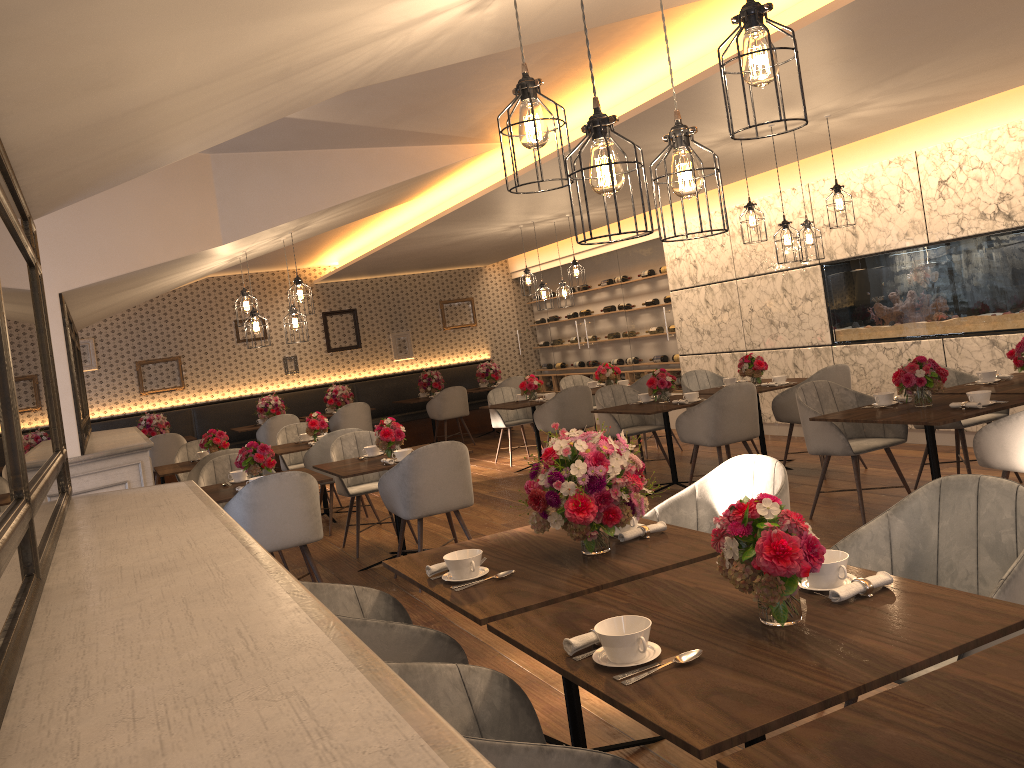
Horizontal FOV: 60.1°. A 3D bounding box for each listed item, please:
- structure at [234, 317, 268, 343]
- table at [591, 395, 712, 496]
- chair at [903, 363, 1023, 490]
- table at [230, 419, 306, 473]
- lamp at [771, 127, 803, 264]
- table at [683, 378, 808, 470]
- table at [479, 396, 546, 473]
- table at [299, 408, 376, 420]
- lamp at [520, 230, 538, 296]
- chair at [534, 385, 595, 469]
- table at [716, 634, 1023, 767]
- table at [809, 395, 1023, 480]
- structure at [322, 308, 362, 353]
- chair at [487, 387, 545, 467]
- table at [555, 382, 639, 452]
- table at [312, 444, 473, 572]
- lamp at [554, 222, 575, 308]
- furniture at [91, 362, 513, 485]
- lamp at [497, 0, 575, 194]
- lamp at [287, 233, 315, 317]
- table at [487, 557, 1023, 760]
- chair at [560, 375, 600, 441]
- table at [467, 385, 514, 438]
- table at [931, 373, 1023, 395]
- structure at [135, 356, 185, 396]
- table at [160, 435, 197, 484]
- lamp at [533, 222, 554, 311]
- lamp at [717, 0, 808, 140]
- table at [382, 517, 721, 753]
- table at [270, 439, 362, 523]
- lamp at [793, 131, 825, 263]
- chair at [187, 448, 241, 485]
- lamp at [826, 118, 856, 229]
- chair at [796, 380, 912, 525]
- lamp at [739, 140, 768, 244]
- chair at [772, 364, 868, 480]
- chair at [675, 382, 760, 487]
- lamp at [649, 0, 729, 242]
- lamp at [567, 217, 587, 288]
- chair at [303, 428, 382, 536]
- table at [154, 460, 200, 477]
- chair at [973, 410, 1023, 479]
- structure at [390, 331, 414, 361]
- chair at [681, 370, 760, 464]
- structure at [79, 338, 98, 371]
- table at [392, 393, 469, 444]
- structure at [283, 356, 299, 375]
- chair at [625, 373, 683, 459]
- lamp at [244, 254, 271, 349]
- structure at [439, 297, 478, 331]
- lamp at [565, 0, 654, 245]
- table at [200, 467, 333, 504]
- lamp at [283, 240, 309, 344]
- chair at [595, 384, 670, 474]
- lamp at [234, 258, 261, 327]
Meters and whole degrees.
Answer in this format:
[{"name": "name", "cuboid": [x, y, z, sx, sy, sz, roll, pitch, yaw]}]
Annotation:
[{"name": "structure", "cuboid": [-3.841, -0.794, 13.031, 0.450, 0.345, 0.015, -9, 0, -25]}, {"name": "table", "cuboid": [1.311, 0.515, 7.335, 0.899, 0.721, 0.894, -9, 2, -25]}, {"name": "chair", "cuboid": [3.014, 0.267, 6.025, 0.567, 0.872, 0.525, -8, 1, -25]}, {"name": "table", "cuboid": [-3.301, 0.912, 12.140, 0.899, 0.721, 0.894, -9, 2, -25]}, {"name": "lamp", "cuboid": [1.814, -1.880, 6.231, 0.175, 2.071, 0.174, -8, 0, -23]}, {"name": "table", "cuboid": [2.172, 0.371, 7.742, 0.899, 0.721, 0.894, -9, 2, -25]}, {"name": "table", "cuboid": [0.273, 0.542, 9.580, 0.899, 0.721, 0.894, -9, 2, -25]}, {"name": "table", "cuboid": [-2.440, 0.769, 12.546, 0.899, 0.721, 0.894, -9, 2, -25]}, {"name": "lamp", "cuboid": [0.061, -2.026, 9.965, 0.175, 2.071, 0.174, -8, 0, -23]}, {"name": "chair", "cuboid": [0.578, 0.454, 8.989, 0.567, 0.872, 0.525, -8, 1, -25]}, {"name": "table", "cuboid": [0.968, 0.890, 1.205, 0.899, 0.721, 0.894, -9, 2, -25]}, {"name": "table", "cuboid": [2.390, 0.486, 5.000, 0.899, 0.721, 0.894, -9, 2, -25]}, {"name": "structure", "cuboid": [-2.612, -0.820, 13.596, 0.546, 0.632, 0.035, -9, 0, -25]}, {"name": "chair", "cuboid": [0.036, 0.467, 10.198, 0.567, 0.872, 0.525, -8, 1, -25]}, {"name": "table", "cuboid": [1.134, 0.399, 9.986, 0.899, 0.721, 0.894, -9, 2, -25]}, {"name": "table", "cuboid": [-0.802, 0.876, 6.175, 0.899, 0.721, 0.894, -9, 2, -25]}, {"name": "lamp", "cuboid": [0.465, -1.885, 9.919, 0.175, 2.071, 0.174, -8, 0, -23]}, {"name": "furniture", "cuboid": [-3.320, 0.696, 12.846, 7.111, 1.082, 0.540, -9, 1, -25]}, {"name": "lamp", "cuboid": [-0.066, -1.555, 2.393, 0.175, 2.071, 0.174, -8, 0, -23]}, {"name": "lamp", "cuboid": [-1.751, -1.551, 6.807, 0.175, 2.071, 0.174, -8, 0, -23]}, {"name": "table", "cuboid": [0.574, 0.900, 2.056, 0.899, 0.721, 0.894, -9, 2, -25]}, {"name": "chair", "cuboid": [0.896, 0.323, 10.604, 0.567, 0.872, 0.525, -8, 1, -25]}, {"name": "table", "cuboid": [-0.309, 0.413, 13.552, 0.899, 0.721, 0.894, -9, 2, -25]}, {"name": "table", "cuboid": [3.251, 0.342, 5.407, 0.899, 0.721, 0.894, -9, 2, -25]}, {"name": "structure", "cuboid": [-4.946, -0.118, 12.464, 0.603, 0.485, 0.032, -9, 0, -25]}, {"name": "table", "cuboid": [-4.571, 1.124, 11.540, 0.899, 0.721, 0.894, -9, 2, -25]}, {"name": "lamp", "cuboid": [0.226, -1.838, 9.667, 0.175, 2.071, 0.174, -8, 0, -23]}, {"name": "lamp", "cuboid": [0.448, -1.610, 2.050, 0.175, 2.071, 0.174, -8, 0, -23]}, {"name": "table", "cuboid": [0.181, 0.910, 2.906, 0.899, 0.721, 0.894, -9, 2, -25]}, {"name": "table", "cuboid": [-1.775, 0.902, 8.281, 0.899, 0.721, 0.894, -9, 2, -25]}, {"name": "lamp", "cuboid": [2.053, -1.928, 6.483, 0.175, 2.071, 0.174, -8, 0, -23]}, {"name": "chair", "cuboid": [-2.331, 0.957, 7.283, 0.567, 0.872, 0.525, -8, 1, -25]}, {"name": "lamp", "cuboid": [2.164, -2.123, 6.187, 0.175, 2.071, 0.174, -8, 0, -23]}, {"name": "chair", "cuboid": [2.153, 0.410, 5.618, 0.567, 0.872, 0.525, -8, 1, -25]}, {"name": "lamp", "cuboid": [1.650, -2.069, 6.530, 0.175, 2.071, 0.174, -8, 0, -23]}, {"name": "chair", "cuboid": [2.476, 0.283, 7.151, 0.567, 0.872, 0.525, -8, 1, -25]}, {"name": "chair", "cuboid": [1.616, 0.427, 6.744, 0.567, 0.872, 0.525, -8, 1, -25]}, {"name": "lamp", "cuboid": [0.338, -1.415, 2.346, 0.175, 2.071, 0.174, -8, 0, -23]}, {"name": "lamp", "cuboid": [0.575, -2.081, 9.622, 0.175, 2.071, 0.174, -8, 0, -23]}, {"name": "chair", "cuboid": [-1.470, 0.814, 7.689, 0.567, 0.872, 0.525, -8, 1, -25]}, {"name": "table", "cuboid": [-2.636, 1.045, 7.875, 0.899, 0.721, 0.894, -9, 2, -25]}, {"name": "chair", "cuboid": [2.695, 0.398, 4.409, 0.567, 0.872, 0.525, -8, 1, -25]}, {"name": "structure", "cuboid": [-1.733, -0.598, 13.977, 0.341, 0.440, 0.034, -9, 0, -25]}, {"name": "chair", "cuboid": [1.934, 0.295, 8.360, 0.567, 0.872, 0.525, -8, 1, -25]}, {"name": "structure", "cuboid": [-5.857, -0.388, 12.064, 0.341, 0.440, 0.034, -9, 0, -25]}, {"name": "table", "cuboid": [-1.169, 0.557, 13.146, 0.899, 0.721, 0.894, -9, 2, -25]}, {"name": "structure", "cuboid": [-3.303, -0.278, 13.240, 0.217, 0.277, 0.018, -9, 0, -25]}, {"name": "chair", "cuboid": [1.439, 0.311, 9.395, 0.567, 0.872, 0.525, -8, 1, -25]}, {"name": "lamp", "cuboid": [-2.101, -1.309, 6.852, 0.175, 2.071, 0.174, -8, 0, -23]}, {"name": "structure", "cuboid": [-0.868, -1.143, 14.413, 0.603, 0.485, 0.032, -9, 0, -25]}, {"name": "lamp", "cuboid": [0.099, -1.367, 2.094, 0.175, 2.071, 0.174, -8, 0, -23]}, {"name": "table", "cuboid": [-1.663, 1.019, 5.770, 0.899, 0.721, 0.894, -9, 2, -25]}, {"name": "lamp", "cuboid": [-1.862, -1.356, 7.104, 0.175, 2.071, 0.174, -8, 0, -23]}, {"name": "chair", "cuboid": [1.073, 0.439, 7.954, 0.567, 0.872, 0.525, -8, 1, -25]}, {"name": "lamp", "cuboid": [-2.265, -1.497, 7.150, 0.175, 2.071, 0.174, -8, 0, -23]}]
